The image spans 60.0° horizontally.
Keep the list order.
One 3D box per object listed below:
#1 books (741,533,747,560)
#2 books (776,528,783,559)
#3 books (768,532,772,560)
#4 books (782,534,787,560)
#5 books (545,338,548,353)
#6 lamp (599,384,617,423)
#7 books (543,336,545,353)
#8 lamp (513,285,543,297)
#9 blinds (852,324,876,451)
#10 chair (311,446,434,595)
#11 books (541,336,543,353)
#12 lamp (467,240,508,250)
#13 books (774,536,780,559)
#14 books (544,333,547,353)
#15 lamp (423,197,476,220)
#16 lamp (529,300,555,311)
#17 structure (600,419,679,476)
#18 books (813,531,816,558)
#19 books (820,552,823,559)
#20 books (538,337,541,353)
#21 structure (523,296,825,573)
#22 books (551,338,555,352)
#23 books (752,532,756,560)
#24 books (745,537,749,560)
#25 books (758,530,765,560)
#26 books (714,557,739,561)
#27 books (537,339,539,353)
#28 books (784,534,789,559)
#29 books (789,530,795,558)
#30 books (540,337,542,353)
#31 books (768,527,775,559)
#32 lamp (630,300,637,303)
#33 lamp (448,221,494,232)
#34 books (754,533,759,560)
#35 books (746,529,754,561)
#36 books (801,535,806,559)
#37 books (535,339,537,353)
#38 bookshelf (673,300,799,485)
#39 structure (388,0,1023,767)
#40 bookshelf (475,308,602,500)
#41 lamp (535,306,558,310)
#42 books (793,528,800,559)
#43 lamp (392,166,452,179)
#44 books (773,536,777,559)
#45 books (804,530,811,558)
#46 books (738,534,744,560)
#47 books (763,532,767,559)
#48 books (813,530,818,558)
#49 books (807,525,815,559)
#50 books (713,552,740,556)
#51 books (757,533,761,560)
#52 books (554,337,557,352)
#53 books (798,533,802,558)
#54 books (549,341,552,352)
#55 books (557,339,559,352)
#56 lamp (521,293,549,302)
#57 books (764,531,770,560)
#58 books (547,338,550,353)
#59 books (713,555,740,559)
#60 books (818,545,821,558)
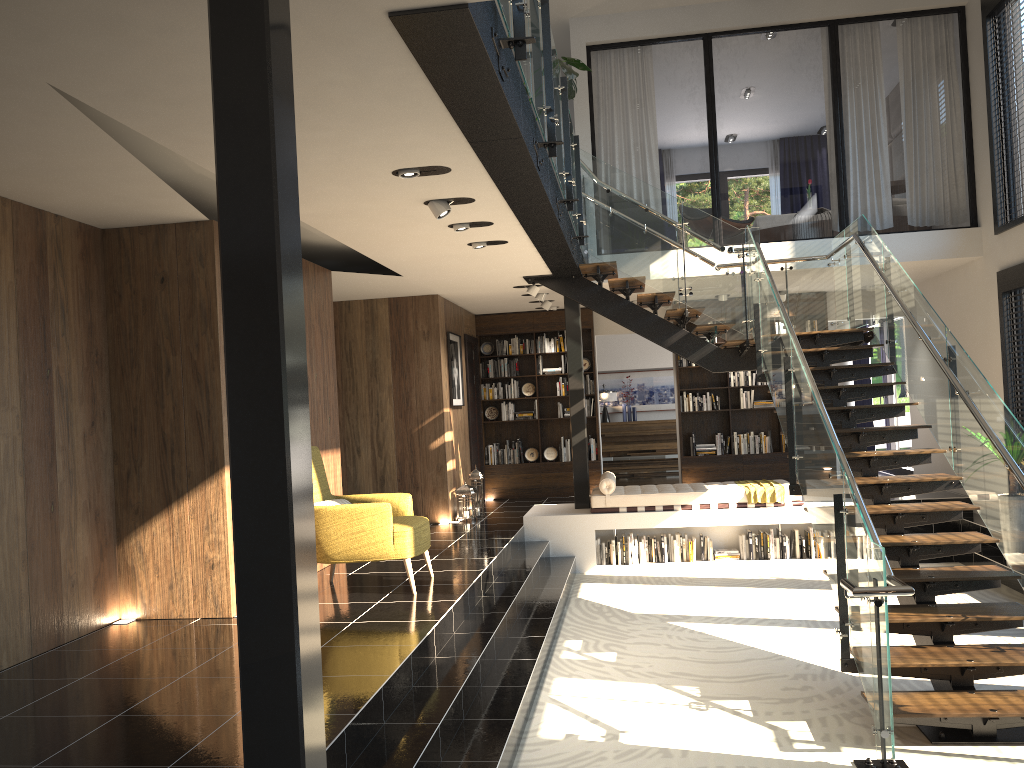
[{"bbox_3d":[2.545,1.786,9.740,0.030,0.273,0.168,-3,-1,8],"label":"books"},{"bbox_3d":[2.926,1.742,9.693,0.033,0.318,0.152,-3,-1,8],"label":"books"},{"bbox_3d":[2.816,1.772,9.702,0.027,0.270,0.188,-3,-1,8],"label":"books"},{"bbox_3d":[2.959,1.772,9.672,0.036,0.253,0.178,-3,-1,8],"label":"books"},{"bbox_3d":[0.511,-0.555,12.859,0.019,0.216,0.214,-3,-1,8],"label":"books"},{"bbox_3d":[1.688,0.358,16.129,0.470,0.725,0.470,-3,-1,0],"label":"lamp"},{"bbox_3d":[0.471,-0.566,12.859,0.035,0.241,0.208,-3,-1,8],"label":"books"},{"bbox_3d":[0.180,-1.121,10.152,0.346,0.262,0.195,-3,-1,8],"label":"lamp"},{"bbox_3d":[5.850,0.091,14.850,0.161,2.770,1.080,-3,-1,6],"label":"blinds"},{"bbox_3d":[-1.161,1.011,6.817,1.031,1.097,0.807,-3,-1,7],"label":"chair"},{"bbox_3d":[0.445,-0.564,12.842,0.013,0.239,0.255,-3,-1,8],"label":"books"},{"bbox_3d":[-0.204,-1.218,7.382,0.346,0.177,0.195,-3,-1,8],"label":"lamp"},{"bbox_3d":[2.899,1.787,9.701,0.028,0.231,0.158,-3,-1,8],"label":"books"},{"bbox_3d":[0.487,-0.586,12.811,0.011,0.276,0.287,-3,-1,8],"label":"books"},{"bbox_3d":[-0.413,-1.213,5.845,0.346,0.247,0.195,-3,-1,8],"label":"lamp"},{"bbox_3d":[0.390,-1.092,11.687,0.346,0.262,0.195,-3,-1,8],"label":"lamp"},{"bbox_3d":[2.759,1.131,16.041,6.277,0.981,0.886,-3,-1,8],"label":"structure"},{"bbox_3d":[3.273,1.740,9.638,0.023,0.283,0.175,-3,-1,8],"label":"books"},{"bbox_3d":[3.340,1.753,9.606,0.025,0.249,0.208,-3,-1,8],"label":"books"},{"bbox_3d":[0.412,-0.560,12.871,0.033,0.237,0.231,-3,-1,8],"label":"books"},{"bbox_3d":[2.022,0.408,10.210,3.782,3.244,1.149,-3,-1,8],"label":"structure"},{"bbox_3d":[0.598,-0.558,12.856,0.034,0.211,0.206,-3,-1,8],"label":"books"},{"bbox_3d":[2.646,1.775,9.748,0.030,0.284,0.176,-3,-1,8],"label":"books"},{"bbox_3d":[2.577,1.809,9.752,0.027,0.226,0.165,-3,-1,8],"label":"books"},{"bbox_3d":[2.734,1.760,9.721,0.035,0.305,0.151,-3,-1,8],"label":"books"},{"bbox_3d":[2.366,1.921,9.783,0.257,0.024,0.167,-3,-2,8],"label":"books"},{"bbox_3d":[0.384,-0.543,12.863,0.021,0.204,0.224,-3,-1,8],"label":"books"},{"bbox_3d":[2.987,1.769,9.669,0.019,0.256,0.186,-3,-1,8],"label":"books"},{"bbox_3d":[3.054,1.748,9.689,0.066,0.293,0.142,-3,-1,8],"label":"books"},{"bbox_3d":[0.432,-0.559,12.848,0.014,0.231,0.280,-3,-1,8],"label":"books"},{"bbox_3d":[2.844,1.743,9.719,0.029,0.326,0.153,-3,-1,8],"label":"books"},{"bbox_3d":[1.733,-1.197,12.301,0.195,0.158,0.346,-3,-1,8],"label":"lamp"},{"bbox_3d":[-0.310,-1.233,6.613,0.346,0.177,0.195,-3,-1,8],"label":"lamp"},{"bbox_3d":[2.673,1.781,9.718,0.029,0.268,0.173,-3,-1,8],"label":"books"},{"bbox_3d":[2.605,1.761,9.720,0.043,0.316,0.209,-3,-1,8],"label":"books"},{"bbox_3d":[3.157,1.773,9.643,0.032,0.229,0.228,-3,-1,8],"label":"books"},{"bbox_3d":[0.369,-0.545,12.911,0.023,0.213,0.194,-3,-1,8],"label":"books"},{"bbox_3d":[3.383,0.132,12.460,2.090,2.682,0.273,-3,-1,8],"label":"bookshelf"},{"bbox_3d":[1.556,-0.074,6.453,3.447,4.867,7.280,-3,-1,7],"label":"structure"},{"bbox_3d":[0.390,0.298,12.869,1.703,2.682,0.273,-3,-1,8],"label":"bookshelf"},{"bbox_3d":[0.494,-1.119,12.459,0.346,0.177,0.195,-3,-1,8],"label":"lamp"},{"bbox_3d":[3.098,1.736,9.669,0.027,0.312,0.189,-3,-1,8],"label":"books"},{"bbox_3d":[-0.520,-1.272,5.077,0.346,0.158,0.195,-3,-1,8],"label":"lamp"},{"bbox_3d":[2.875,1.792,9.722,0.026,0.226,0.132,-3,-1,8],"label":"books"},{"bbox_3d":[3.224,1.743,9.669,0.026,0.284,0.177,-3,-1,8],"label":"books"},{"bbox_3d":[2.522,1.793,9.771,0.026,0.263,0.156,-3,-1,8],"label":"books"},{"bbox_3d":[2.769,1.776,9.750,0.026,0.270,0.128,-3,-1,8],"label":"books"},{"bbox_3d":[3.295,1.729,9.638,0.021,0.302,0.167,-3,-1,8],"label":"books"},{"bbox_3d":[3.245,1.716,9.633,0.028,0.334,0.205,-3,-1,8],"label":"books"},{"bbox_3d":[2.364,1.873,9.788,0.274,0.025,0.156,-3,-2,5],"label":"books"},{"bbox_3d":[2.702,1.780,9.722,0.029,0.268,0.146,-3,-1,8],"label":"books"},{"bbox_3d":[0.637,-0.565,12.866,0.042,0.223,0.163,-3,-1,8],"label":"books"},{"bbox_3d":[3.130,1.762,9.678,0.030,0.256,0.160,-3,-1,8],"label":"books"},{"bbox_3d":[0.566,-0.536,12.865,0.034,0.171,0.158,-3,-1,8],"label":"books"},{"bbox_3d":[0.673,-0.551,12.860,0.029,0.190,0.177,-3,-1,8],"label":"books"},{"bbox_3d":[0.284,-1.122,10.919,0.346,0.231,0.195,-3,-1,8],"label":"lamp"},{"bbox_3d":[2.786,1.765,9.685,0.026,0.287,0.204,-3,-1,8],"label":"books"},{"bbox_3d":[0.536,-0.552,12.873,0.027,0.207,0.203,-3,-1,8],"label":"books"},{"bbox_3d":[2.364,1.898,9.783,0.261,0.024,0.167,-3,-2,4],"label":"books"},{"bbox_3d":[3.317,1.737,9.633,0.025,0.285,0.164,-3,-1,8],"label":"books"}]
